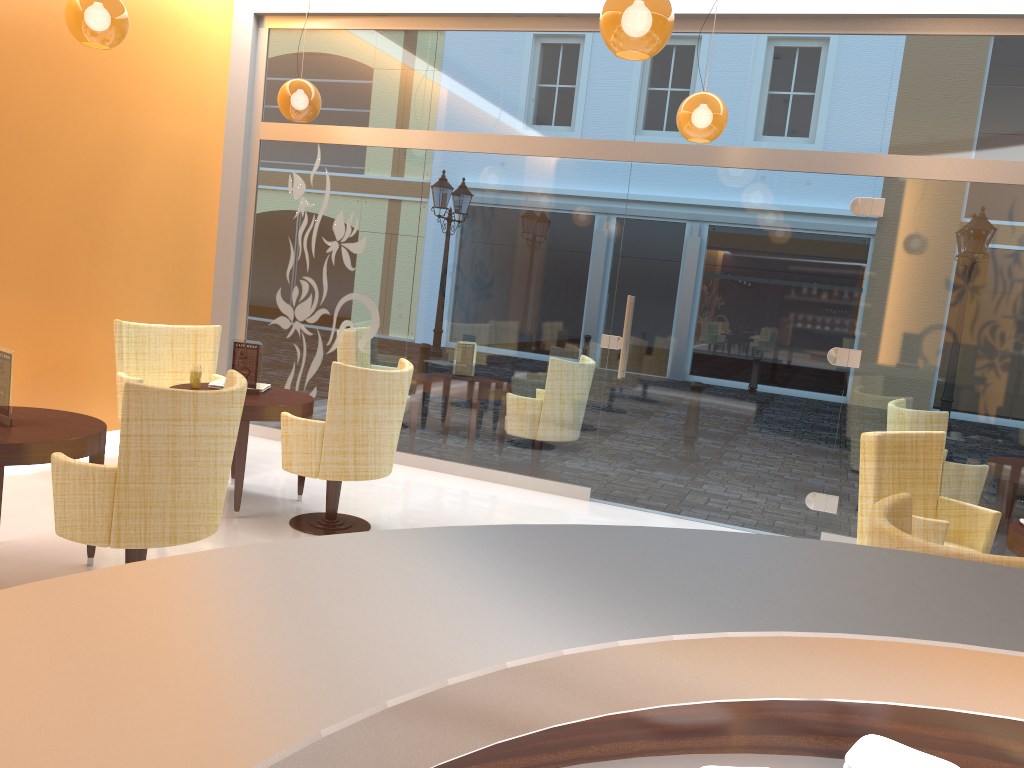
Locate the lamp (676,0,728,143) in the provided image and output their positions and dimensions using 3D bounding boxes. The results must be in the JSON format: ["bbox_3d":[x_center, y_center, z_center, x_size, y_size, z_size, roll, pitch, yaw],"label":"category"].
[{"bbox_3d":[1.194,-2.184,5.185,0.299,1.500,0.299,6,6,-6],"label":"lamp"}]

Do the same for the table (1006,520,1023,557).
[{"bbox_3d":[2.670,1.063,3.985,0.874,0.679,0.872,4,7,-24],"label":"table"}]

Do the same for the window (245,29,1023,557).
[{"bbox_3d":[1.542,-0.736,6.170,8.200,3.380,0.040,9,7,20],"label":"window"}]

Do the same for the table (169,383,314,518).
[{"bbox_3d":[-1.715,0.394,5.562,0.874,0.679,0.872,4,7,-24],"label":"table"}]

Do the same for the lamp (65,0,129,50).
[{"bbox_3d":[-2.038,-2.464,4.438,0.299,1.500,0.299,9,7,20],"label":"lamp"}]

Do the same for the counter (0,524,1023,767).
[{"bbox_3d":[0.267,0.916,0.976,2.917,1.100,1.586,3,7,-25],"label":"counter"}]

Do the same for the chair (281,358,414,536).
[{"bbox_3d":[-0.984,0.344,5.207,0.685,1.017,0.729,9,7,23],"label":"chair"}]

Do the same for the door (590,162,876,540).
[{"bbox_3d":[1.486,-0.243,6.226,1.640,2.499,0.020,9,7,20],"label":"door"}]

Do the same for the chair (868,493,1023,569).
[{"bbox_3d":[1.324,0.901,2.546,0.685,1.017,0.729,6,6,-2],"label":"chair"}]

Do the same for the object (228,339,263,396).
[{"bbox_3d":[-1.658,-0.107,5.506,0.209,0.335,0.042,7,6,3],"label":"object"}]

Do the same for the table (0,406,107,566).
[{"bbox_3d":[-2.308,0.506,3.960,0.874,0.679,0.872,2,8,-34],"label":"table"}]

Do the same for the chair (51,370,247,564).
[{"bbox_3d":[-1.524,0.447,3.747,0.685,1.017,0.729,8,7,17],"label":"chair"}]

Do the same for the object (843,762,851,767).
[{"bbox_3d":[0.579,0.588,1.317,0.153,0.020,0.153,11,8,37],"label":"object"}]

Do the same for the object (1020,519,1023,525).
[{"bbox_3d":[2.477,0.643,4.163,0.153,0.069,0.153,9,7,20],"label":"object"}]

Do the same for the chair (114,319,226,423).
[{"bbox_3d":[-2.326,0.100,6.041,0.729,1.017,0.685,1,8,-38],"label":"chair"}]

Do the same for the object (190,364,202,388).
[{"bbox_3d":[-1.968,-0.048,5.521,0.067,0.148,0.067,12,9,44],"label":"object"}]

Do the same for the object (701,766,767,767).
[{"bbox_3d":[0.356,0.607,1.296,0.153,0.020,0.153,5,6,-9],"label":"object"}]

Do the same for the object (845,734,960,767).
[{"bbox_3d":[0.580,0.575,1.315,0.153,0.020,0.153,11,8,37],"label":"object"}]

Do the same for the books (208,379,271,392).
[{"bbox_3d":[-1.757,0.012,5.735,0.339,0.028,0.273,6,6,-5],"label":"books"}]

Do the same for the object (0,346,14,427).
[{"bbox_3d":[-2.248,0.005,3.913,0.209,0.335,0.042,11,8,37],"label":"object"}]

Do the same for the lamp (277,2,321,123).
[{"bbox_3d":[-1.414,-2.582,6.123,0.299,1.500,0.299,9,7,20],"label":"lamp"}]

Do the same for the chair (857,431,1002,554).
[{"bbox_3d":[2.059,0.769,4.464,0.729,1.017,0.685,1,8,-38],"label":"chair"}]

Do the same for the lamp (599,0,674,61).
[{"bbox_3d":[0.570,-2.066,3.500,0.299,1.500,0.299,10,7,30],"label":"lamp"}]
